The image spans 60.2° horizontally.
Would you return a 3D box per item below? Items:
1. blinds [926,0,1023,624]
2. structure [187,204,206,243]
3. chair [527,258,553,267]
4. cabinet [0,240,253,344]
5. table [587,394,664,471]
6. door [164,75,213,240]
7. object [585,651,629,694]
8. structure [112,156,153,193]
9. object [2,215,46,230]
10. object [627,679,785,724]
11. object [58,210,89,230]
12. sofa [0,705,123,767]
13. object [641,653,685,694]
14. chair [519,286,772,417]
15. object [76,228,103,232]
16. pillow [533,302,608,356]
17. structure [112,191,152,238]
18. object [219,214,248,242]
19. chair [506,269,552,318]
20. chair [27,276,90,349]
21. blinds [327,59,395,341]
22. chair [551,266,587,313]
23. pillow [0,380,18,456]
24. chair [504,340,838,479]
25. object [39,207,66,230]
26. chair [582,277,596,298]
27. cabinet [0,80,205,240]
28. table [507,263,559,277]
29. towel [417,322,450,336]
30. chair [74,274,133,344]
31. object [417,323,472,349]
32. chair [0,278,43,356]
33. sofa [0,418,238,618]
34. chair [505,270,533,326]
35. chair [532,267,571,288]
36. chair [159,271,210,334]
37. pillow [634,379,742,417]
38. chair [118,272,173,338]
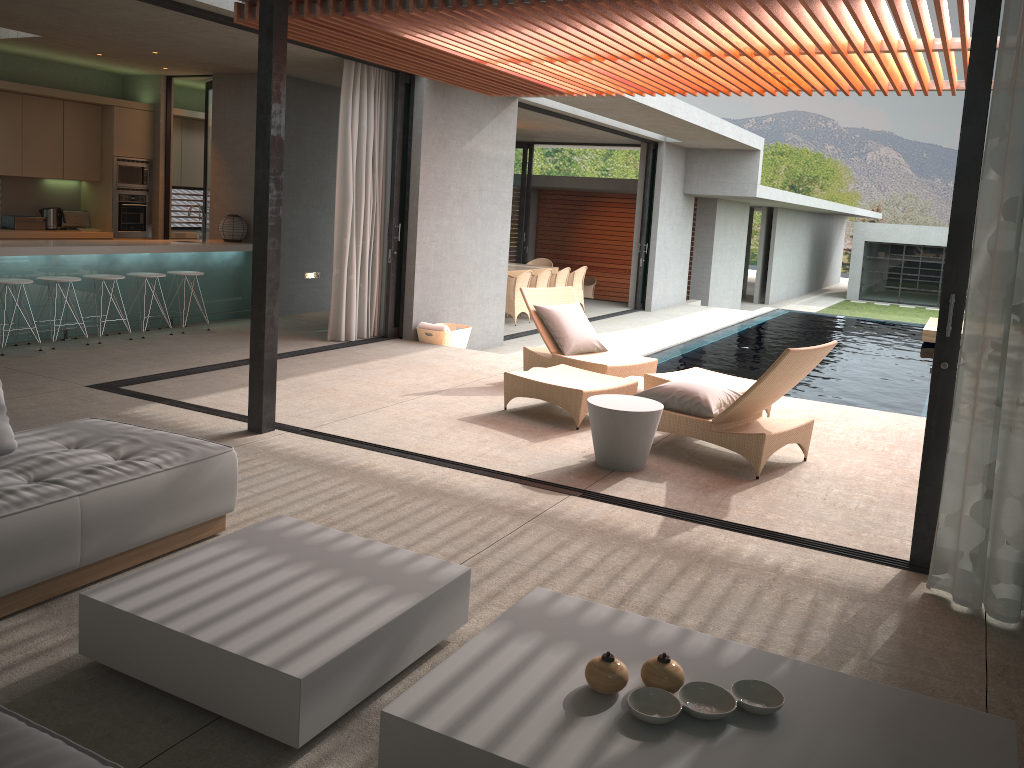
[{"bbox_3d":[2.914,-0.364,3.030,2.436,2.895,0.224,8,8,27],"label":"blinds"},{"bbox_3d":[-3.663,-1.856,10.210,0.259,0.437,0.097,8,8,27],"label":"structure"},{"bbox_3d":[0.452,-2.033,17.319,0.620,0.854,0.634,8,9,27],"label":"chair"},{"bbox_3d":[-4.311,-1.018,9.200,0.804,0.889,4.153,8,12,27],"label":"cabinet"},{"bbox_3d":[0.691,0.308,5.511,0.475,0.389,0.480,5,10,9],"label":"table"},{"bbox_3d":[-3.547,-0.612,5.951,5.772,4.425,15.516,4,11,0],"label":"door"},{"bbox_3d":[0.258,0.778,2.399,0.119,0.105,0.121,-1,11,-28],"label":"object"},{"bbox_3d":[-5.074,-2.717,11.475,0.462,0.433,0.601,8,11,27],"label":"structure"},{"bbox_3d":[-5.882,-1.942,10.653,0.241,0.158,0.403,9,12,27],"label":"object"},{"bbox_3d":[0.509,0.842,2.328,0.437,0.039,0.157,0,12,-17],"label":"object"},{"bbox_3d":[-5.584,-2.083,11.229,0.151,0.245,0.392,8,11,27],"label":"object"},{"bbox_3d":[-0.987,0.833,1.282,3.474,0.745,1.057,9,11,27],"label":"sofa"},{"bbox_3d":[0.412,0.785,2.412,0.120,0.105,0.120,9,11,31],"label":"object"},{"bbox_3d":[1.066,-0.302,7.582,0.702,0.819,2.315,-4,13,-43],"label":"chair"},{"bbox_3d":[-5.314,-1.938,11.126,0.309,0.034,0.314,3,11,-4],"label":"object"},{"bbox_3d":[0.543,-0.513,8.121,0.610,0.423,0.430,-6,13,-44],"label":"pillow"},{"bbox_3d":[-5.089,-2.215,11.525,0.499,0.574,0.601,8,10,27],"label":"structure"},{"bbox_3d":[-3.405,-1.903,10.791,0.341,0.331,0.343,7,10,19],"label":"object"},{"bbox_3d":[0.319,-1.509,14.659,0.633,0.854,0.621,8,9,27],"label":"chair"},{"bbox_3d":[-4.206,-0.672,8.199,0.383,0.617,0.384,8,9,27],"label":"chair"},{"bbox_3d":[-1.605,-1.947,9.553,0.230,2.905,0.891,7,8,23],"label":"blinds"},{"bbox_3d":[1.009,-1.727,15.962,0.633,0.854,0.621,8,9,27],"label":"chair"},{"bbox_3d":[-2.252,0.078,3.503,0.267,0.478,0.496,8,10,27],"label":"pillow"},{"bbox_3d":[1.017,-0.041,6.261,2.313,0.819,0.703,13,13,42],"label":"chair"},{"bbox_3d":[-5.689,-2.048,10.926,0.178,0.282,0.279,9,10,32],"label":"object"},{"bbox_3d":[1.652,-2.127,21.115,0.630,0.854,0.624,-2,10,-32],"label":"chair"},{"bbox_3d":[-5.210,-2.083,10.038,1.973,2.538,7.529,8,12,27],"label":"cabinet"},{"bbox_3d":[-0.473,-1.671,15.483,1.285,0.749,3.283,9,12,27],"label":"table"},{"bbox_3d":[-0.839,-0.532,9.935,0.371,0.308,0.311,9,10,28],"label":"towel"},{"bbox_3d":[-3.982,-0.742,8.621,0.383,0.617,0.384,8,9,27],"label":"chair"},{"bbox_3d":[-0.777,-0.499,10.076,0.448,0.297,0.685,9,12,26],"label":"object"},{"bbox_3d":[-4.426,-0.602,7.782,0.383,0.617,0.384,8,9,27],"label":"chair"},{"bbox_3d":[-2.023,0.340,3.472,1.017,0.725,1.608,9,12,27],"label":"sofa"},{"bbox_3d":[-0.026,-1.400,14.007,0.633,0.854,0.621,8,9,27],"label":"chair"},{"bbox_3d":[0.664,-1.618,15.310,0.633,0.854,0.621,8,9,27],"label":"chair"},{"bbox_3d":[-3.517,-0.891,9.507,0.383,0.617,0.384,8,9,27],"label":"chair"},{"bbox_3d":[1.236,0.079,6.016,0.598,0.192,0.598,12,14,38],"label":"pillow"},{"bbox_3d":[-3.752,-0.816,9.061,0.383,0.617,0.384,8,9,27],"label":"chair"}]
